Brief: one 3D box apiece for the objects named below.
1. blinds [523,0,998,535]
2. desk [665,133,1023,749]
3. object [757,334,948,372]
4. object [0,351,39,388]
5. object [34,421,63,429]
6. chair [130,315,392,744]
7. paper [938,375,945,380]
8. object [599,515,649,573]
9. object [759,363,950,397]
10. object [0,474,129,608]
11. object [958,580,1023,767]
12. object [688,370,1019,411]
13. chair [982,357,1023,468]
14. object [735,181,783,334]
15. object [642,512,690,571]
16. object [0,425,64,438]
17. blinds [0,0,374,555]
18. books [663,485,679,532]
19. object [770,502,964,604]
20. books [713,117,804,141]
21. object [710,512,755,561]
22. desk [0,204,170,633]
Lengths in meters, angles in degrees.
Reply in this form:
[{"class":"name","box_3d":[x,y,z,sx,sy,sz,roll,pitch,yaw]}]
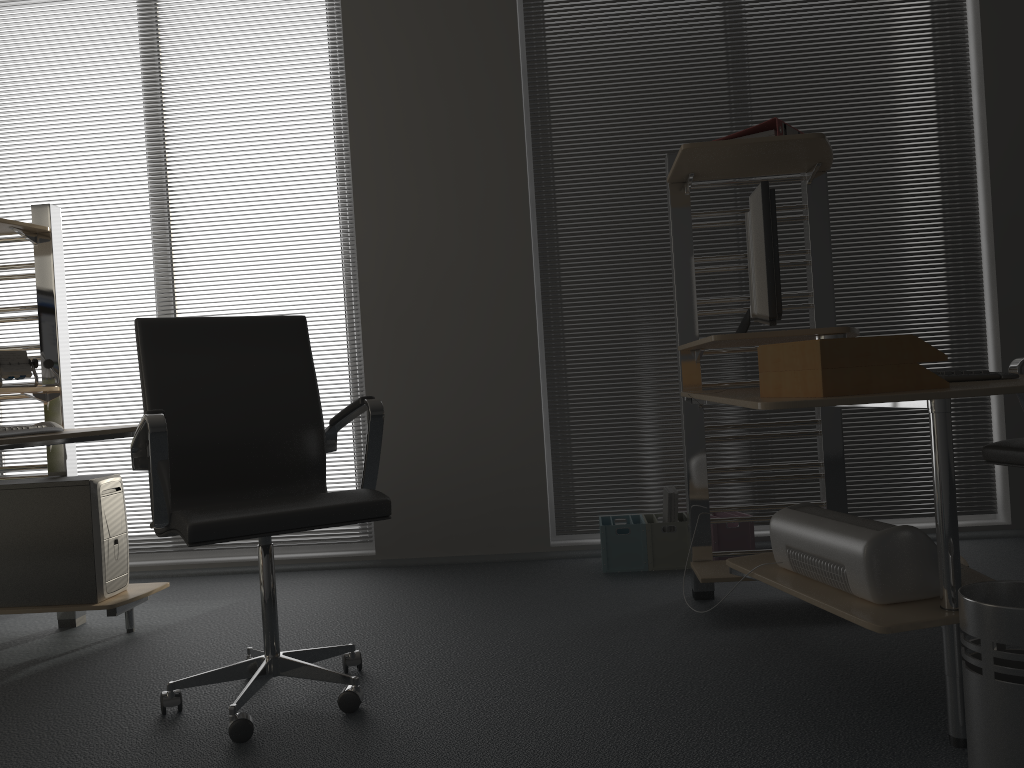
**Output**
[{"class":"blinds","box_3d":[1.086,-0.750,3.992,1.950,2.770,0.022,-4,0,4]},{"class":"desk","box_3d":[1.013,-0.049,2.400,0.967,1.566,1.469,-4,0,4]},{"class":"object","box_3d":[0.728,-0.067,1.915,0.309,0.060,0.225,-4,0,-17]},{"class":"object","box_3d":[-1.786,-0.052,3.179,0.093,0.135,0.154,-4,0,41]},{"class":"object","box_3d":[-1.862,0.188,3.050,0.742,0.088,0.168,-4,0,6]},{"class":"chair","box_3d":[-0.666,0.316,2.354,0.584,1.048,0.652,-4,0,-30]},{"class":"paper","box_3d":[0.734,0.001,1.915,0.297,0.019,0.210,-4,0,-17]},{"class":"object","box_3d":[0.468,0.675,3.739,0.185,0.202,0.245,-4,0,4]},{"class":"object","box_3d":[0.732,-0.011,1.915,0.309,0.060,0.225,-4,0,-17]},{"class":"object","box_3d":[-1.625,0.549,3.130,0.471,0.422,0.199,-4,0,4]},{"class":"object","box_3d":[0.921,0.561,1.578,0.208,0.377,0.208,-4,0,-42]},{"class":"object","box_3d":[0.904,0.019,2.461,0.814,0.082,0.478,-4,0,12]},{"class":"chair","box_3d":[1.716,0.166,2.377,0.652,1.048,0.584,-4,0,-9]},{"class":"object","box_3d":[0.724,-0.350,2.706,0.245,0.418,0.516,-4,0,26]},{"class":"object","box_3d":[0.652,0.663,3.724,0.185,0.202,0.245,-4,0,4]},{"class":"object","box_3d":[-1.858,0.192,2.708,0.814,0.082,0.478,-4,0,12]},{"class":"blinds","box_3d":[-1.702,-0.576,4.202,1.950,2.749,0.037,-4,0,4]},{"class":"books","box_3d":[0.663,0.592,3.723,0.068,0.306,0.220,-4,0,5]},{"class":"object","box_3d":[0.873,0.380,2.106,0.351,0.162,0.438,-4,0,-11]},{"class":"books","box_3d":[0.788,-0.766,2.865,0.262,0.072,0.320,-4,0,37]},{"class":"object","box_3d":[0.879,0.649,3.735,0.185,0.202,0.245,-4,0,-14]},{"class":"desk","box_3d":[-1.768,0.125,2.610,0.967,1.566,1.469,-4,0,4]}]
